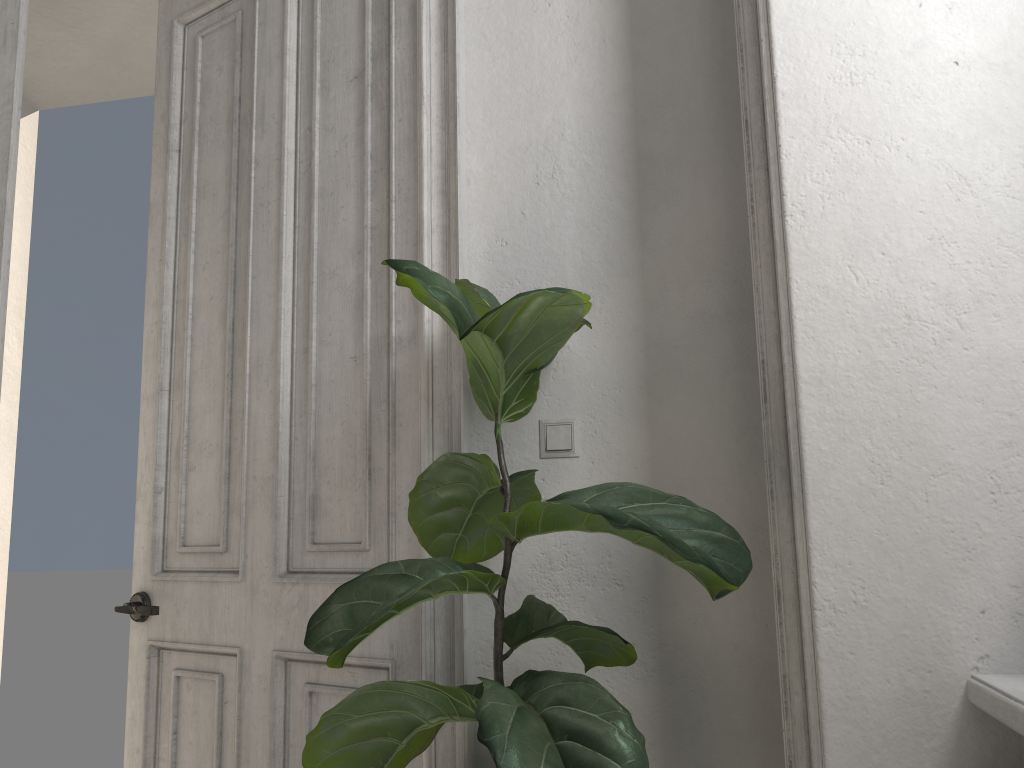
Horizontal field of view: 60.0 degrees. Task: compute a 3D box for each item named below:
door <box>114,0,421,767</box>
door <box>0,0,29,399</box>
[{"bbox_3d":[-0.597,0.125,2.175,1.097,2.810,0.216,-8,-11,36],"label":"door"},{"bbox_3d":[-1.769,0.162,2.241,1.097,2.810,0.216,-3,-9,13],"label":"door"}]
